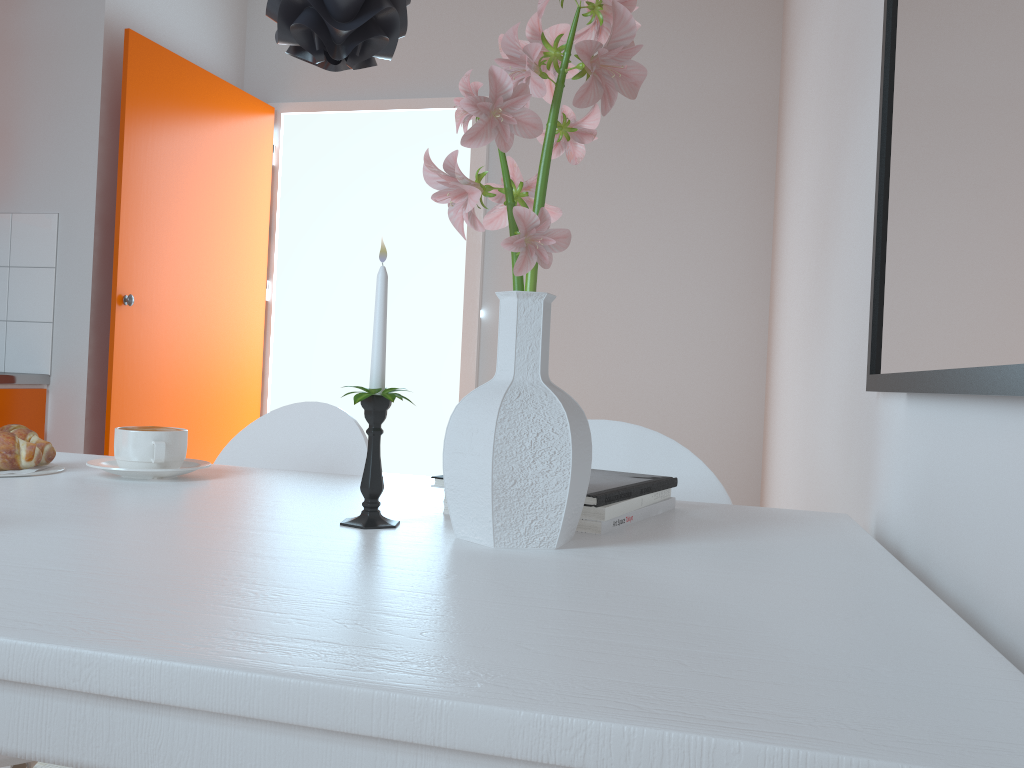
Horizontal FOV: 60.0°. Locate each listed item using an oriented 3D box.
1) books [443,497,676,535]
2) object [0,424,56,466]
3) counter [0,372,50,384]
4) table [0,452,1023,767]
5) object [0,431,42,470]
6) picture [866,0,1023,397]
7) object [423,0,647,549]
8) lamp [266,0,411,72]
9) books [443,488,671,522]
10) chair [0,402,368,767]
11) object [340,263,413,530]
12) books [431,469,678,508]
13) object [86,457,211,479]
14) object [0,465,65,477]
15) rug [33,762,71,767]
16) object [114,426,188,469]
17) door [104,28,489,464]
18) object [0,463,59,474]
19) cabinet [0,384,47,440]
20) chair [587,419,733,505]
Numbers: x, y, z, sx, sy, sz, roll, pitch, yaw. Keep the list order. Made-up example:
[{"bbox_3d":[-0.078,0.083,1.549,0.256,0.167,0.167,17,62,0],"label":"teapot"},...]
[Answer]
[{"bbox_3d":[0.066,0.146,1.070,0.194,0.014,0.255,3,0,28],"label":"books"},{"bbox_3d":[-0.675,0.087,1.226,0.075,0.059,0.059,3,0,34],"label":"object"},{"bbox_3d":[-2.234,-0.008,1.585,0.683,0.132,3.096,3,0,12],"label":"counter"},{"bbox_3d":[-0.287,0.523,0.914,1.282,0.771,0.828,3,0,13],"label":"table"},{"bbox_3d":[-0.699,0.086,1.178,0.132,0.060,0.069,3,0,14],"label":"object"},{"bbox_3d":[0.399,-0.517,0.742,0.017,1.052,0.795,3,0,12],"label":"picture"},{"bbox_3d":[0.017,-0.137,0.843,0.183,0.579,0.175,3,0,40],"label":"object"},{"bbox_3d":[-0.181,-1.140,1.085,0.172,1.505,0.167,3,0,30],"label":"lamp"},{"bbox_3d":[0.064,0.132,1.066,0.194,0.014,0.251,3,0,26],"label":"books"},{"bbox_3d":[-0.553,0.458,1.308,0.512,0.871,0.636,3,0,38],"label":"chair"},{"bbox_3d":[-0.138,-0.004,0.912,0.078,0.298,0.080,3,0,-37],"label":"object"},{"bbox_3d":[0.059,0.118,1.072,0.210,0.012,0.254,3,0,29],"label":"books"},{"bbox_3d":[-0.495,0.117,1.212,0.162,0.020,0.158,3,0,28],"label":"object"},{"bbox_3d":[-0.693,0.115,1.191,0.164,0.005,0.169,2,1,-34],"label":"object"},{"bbox_3d":[-1.436,0.847,1.304,0.681,0.009,1.668,3,0,13],"label":"rug"},{"bbox_3d":[-0.492,0.089,1.211,0.099,0.064,0.093,3,0,16],"label":"object"},{"bbox_3d":[-0.890,-0.169,3.563,1.380,2.055,0.697,3,0,-28],"label":"door"},{"bbox_3d":[-0.696,0.113,1.195,0.122,0.005,0.120,3,0,-7],"label":"object"},{"bbox_3d":[-2.200,-0.362,1.583,0.706,2.348,3.097,3,0,12],"label":"cabinet"},{"bbox_3d":[0.029,0.488,1.072,0.509,0.871,0.639,3,0,18],"label":"chair"}]
